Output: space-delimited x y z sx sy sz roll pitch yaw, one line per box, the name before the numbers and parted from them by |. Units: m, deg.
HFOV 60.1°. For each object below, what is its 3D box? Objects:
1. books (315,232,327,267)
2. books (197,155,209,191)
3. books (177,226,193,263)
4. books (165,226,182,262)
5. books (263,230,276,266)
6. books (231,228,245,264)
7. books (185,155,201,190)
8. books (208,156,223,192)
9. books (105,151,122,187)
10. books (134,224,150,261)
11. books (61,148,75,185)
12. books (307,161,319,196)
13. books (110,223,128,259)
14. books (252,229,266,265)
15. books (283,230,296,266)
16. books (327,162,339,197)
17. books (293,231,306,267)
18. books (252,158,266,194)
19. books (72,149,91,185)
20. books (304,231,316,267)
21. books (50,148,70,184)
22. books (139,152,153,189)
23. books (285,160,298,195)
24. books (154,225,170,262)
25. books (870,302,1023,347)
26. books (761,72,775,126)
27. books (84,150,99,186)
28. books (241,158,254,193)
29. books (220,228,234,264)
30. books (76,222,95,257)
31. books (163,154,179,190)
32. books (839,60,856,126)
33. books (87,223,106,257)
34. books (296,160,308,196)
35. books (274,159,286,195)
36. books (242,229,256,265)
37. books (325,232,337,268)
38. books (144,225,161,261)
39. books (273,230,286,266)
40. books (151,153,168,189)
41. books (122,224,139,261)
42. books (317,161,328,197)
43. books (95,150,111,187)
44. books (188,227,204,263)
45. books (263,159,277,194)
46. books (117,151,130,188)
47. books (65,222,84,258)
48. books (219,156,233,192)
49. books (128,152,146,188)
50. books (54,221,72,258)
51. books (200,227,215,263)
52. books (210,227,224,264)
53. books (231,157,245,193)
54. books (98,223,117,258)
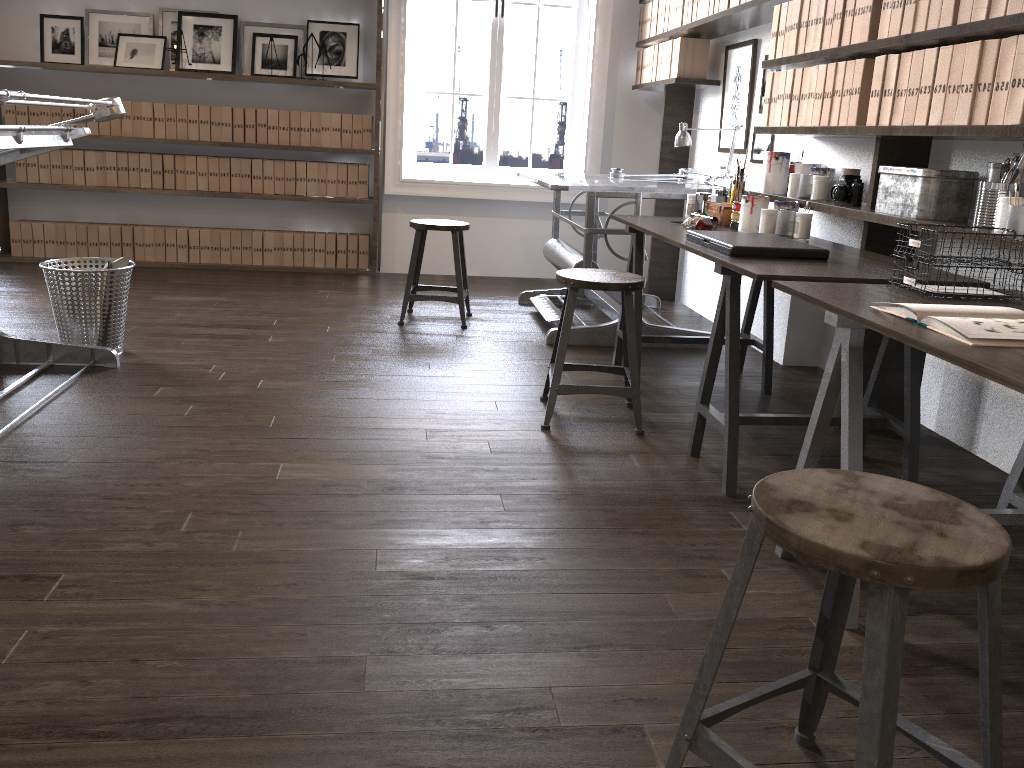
books | -1.318 -0.926 6.103 0.066 0.223 0.176 1 14 -8
books | -2.043 -1.405 5.897 0.066 0.223 0.176 1 14 -8
books | -2.208 -0.944 5.986 0.066 0.223 0.176 1 14 -8
books | -2.279 -0.944 5.974 0.066 0.223 0.177 1 14 -8
books | -1.654 -0.933 6.060 0.066 0.223 0.177 2 14 -8
books | -1.865 -0.938 6.036 0.066 0.223 0.176 2 14 -8
books | -2.114 -1.405 5.885 0.066 0.223 0.177 1 14 -8
books | -1.974 -1.404 5.910 0.066 0.223 0.176 2 14 -8
books | -2.605 -1.415 5.820 0.067 0.223 0.177 1 14 -8
books | -2.479 -0.950 5.954 0.066 0.223 0.177 2 14 -8
books | -2.876 -1.421 5.789 0.066 0.223 0.177 2 14 -8
books | -1.345 -1.391 5.990 0.066 0.223 0.177 1 14 -8
books | -2.627 -0.953 5.934 0.066 0.223 0.177 2 14 -8
books | -1.726 -0.934 6.048 0.067 0.223 0.177 1 14 -8
books | -1.525 -0.929 6.074 0.067 0.223 0.177 1 14 -8
books | -1.216 -1.387 6.004 0.067 0.223 0.177 2 14 -8
books | -1.459 -0.930 6.088 0.066 0.223 0.177 2 14 -8
books | -1.696 -1.397 5.940 0.066 0.223 0.177 2 14 -8
books | -2.805 -1.419 5.794 0.067 0.223 0.177 1 14 -8
books | -1.389 -0.928 6.098 0.066 0.223 0.176 2 14 -8
books | -2.945 -1.423 5.782 0.066 0.223 0.176 2 14 -8
books | -2.398 -1.411 5.849 0.066 0.223 0.176 1 14 -8
books | -1.486 -1.394 5.973 0.066 0.223 0.177 1 14 -8
books | -2.351 -0.946 5.964 0.067 0.223 0.177 2 14 -8
books | 0.913 -0.126 1.738 0.256 0.029 0.359 1 16 -7
books | 1.169 -1.206 3.775 0.174 0.223 0.067 1 13 -8
books | -2.734 -1.418 5.806 0.066 0.223 0.177 2 14 -8
books | -1.767 -1.398 5.930 0.067 0.223 0.177 1 14 -8
books | -1.933 -0.937 6.020 0.067 0.223 0.177 2 14 -8
books | -2.838 -0.957 5.906 0.066 0.223 0.177 1 14 -8
books | -2.253 -1.408 5.867 0.067 0.223 0.177 2 14 -8
books | 1.259 -1.015 3.113 0.174 0.223 0.067 1 13 -8
books | -2.768 -0.956 5.915 0.066 0.223 0.176 1 14 -8
books | -1.416 -1.392 5.978 0.067 0.223 0.177 2 14 -8
books | -1.556 -1.396 5.966 0.066 0.223 0.176 1 14 -8
books | -1.796 -0.936 6.043 0.066 0.223 0.177 2 14 -8
books | -1.248 -0.926 6.117 0.066 0.223 0.177 1 14 -8
books | -2.414 -0.948 5.960 0.066 0.223 0.177 1 14 -8
books | -1.592 -0.932 6.069 0.066 0.223 0.177 2 14 -8
books | -2.328 -1.411 5.863 0.066 0.223 0.177 1 14 -8
books | -2.552 -0.950 5.939 0.067 0.223 0.177 1 14 -8
books | -1.282 -1.390 6.000 0.066 0.223 0.177 1 14 -8
books | -2.672 -1.417 5.816 0.066 0.223 0.177 2 14 -8
books | -2.134 -0.942 5.994 0.067 0.223 0.177 2 14 -8
books | -1.624 -1.396 5.953 0.066 0.223 0.176 2 14 -8
books | -2.539 -1.415 5.834 0.066 0.223 0.177 2 14 -8
books | -2.904 -0.957 5.891 0.067 0.223 0.177 2 14 -8
books | -1.905 -1.402 5.918 0.066 0.223 0.177 2 14 -8
books | -2.469 -1.414 5.844 0.066 0.223 0.176 2 14 -8
books | -2.971 -0.959 5.887 0.066 0.223 0.177 1 14 -8
books | -2.062 -0.941 6.006 0.066 0.223 0.177 1 14 -8
books | -2.000 -0.940 6.015 0.066 0.223 0.177 1 14 -8
books | -1.831 -1.401 5.926 0.066 0.223 0.177 2 14 -8
books | -2.697 -0.953 5.920 0.066 0.223 0.176 2 14 -8
